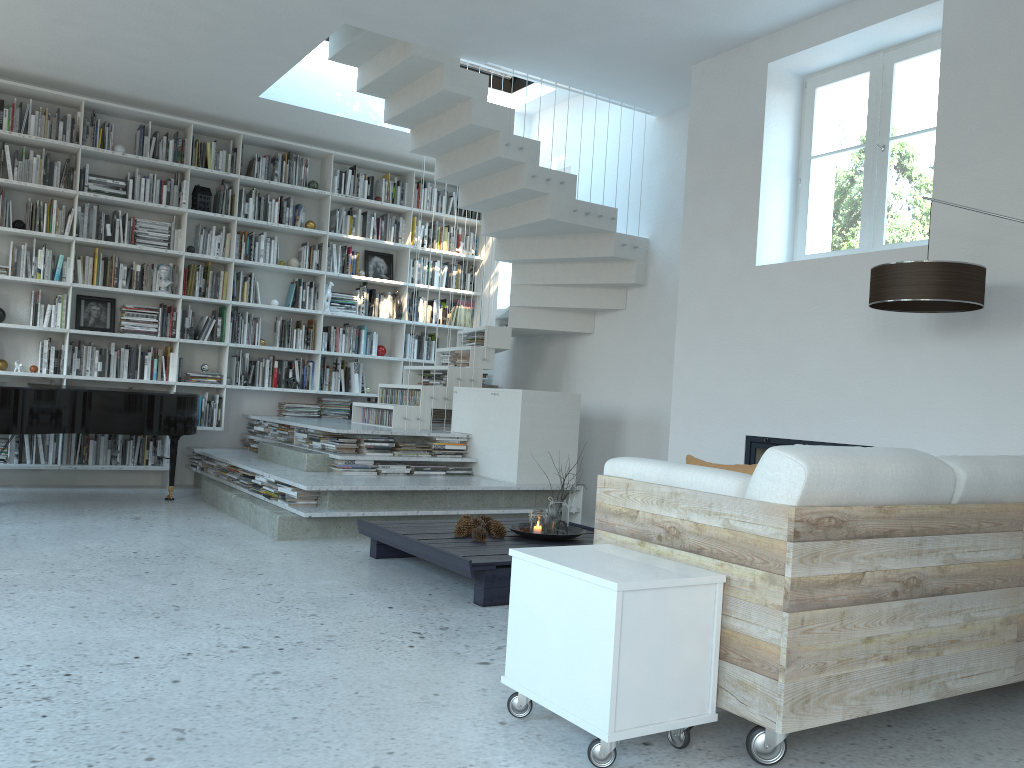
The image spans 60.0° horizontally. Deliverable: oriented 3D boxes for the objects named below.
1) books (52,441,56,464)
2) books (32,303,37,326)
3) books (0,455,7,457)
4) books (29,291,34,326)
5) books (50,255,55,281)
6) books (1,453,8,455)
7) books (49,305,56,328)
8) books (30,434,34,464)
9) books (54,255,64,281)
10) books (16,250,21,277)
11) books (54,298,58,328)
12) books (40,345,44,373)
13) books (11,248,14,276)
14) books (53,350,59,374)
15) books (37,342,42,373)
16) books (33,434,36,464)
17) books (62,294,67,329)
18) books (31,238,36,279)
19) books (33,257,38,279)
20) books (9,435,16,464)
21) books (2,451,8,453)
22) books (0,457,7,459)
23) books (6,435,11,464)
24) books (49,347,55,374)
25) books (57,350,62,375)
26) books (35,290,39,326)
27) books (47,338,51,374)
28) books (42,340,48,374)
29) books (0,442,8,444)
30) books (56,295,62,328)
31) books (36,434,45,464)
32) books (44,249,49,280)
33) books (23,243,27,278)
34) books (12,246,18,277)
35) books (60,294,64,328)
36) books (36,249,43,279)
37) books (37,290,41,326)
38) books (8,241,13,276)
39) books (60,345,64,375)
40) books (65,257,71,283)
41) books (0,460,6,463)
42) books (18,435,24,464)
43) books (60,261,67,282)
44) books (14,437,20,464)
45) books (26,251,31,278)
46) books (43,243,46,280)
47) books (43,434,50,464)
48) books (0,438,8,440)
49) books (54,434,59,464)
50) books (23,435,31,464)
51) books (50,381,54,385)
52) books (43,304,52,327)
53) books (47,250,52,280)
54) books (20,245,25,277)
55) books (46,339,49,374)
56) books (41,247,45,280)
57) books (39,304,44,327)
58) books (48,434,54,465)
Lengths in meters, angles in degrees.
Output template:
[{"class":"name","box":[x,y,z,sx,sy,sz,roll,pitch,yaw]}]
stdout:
[{"class":"books","box":[-3.726,0.555,7.196,0.024,0.180,0.171,4,-1,-33]},{"class":"books","box":[-3.827,-0.548,7.094,0.025,0.186,0.154,4,-1,-33]},{"class":"books","box":[-4.125,0.556,6.950,0.285,0.007,0.159,4,-1,-31]},{"class":"books","box":[-3.842,-0.598,7.088,0.012,0.285,0.159,4,-1,-33]},{"class":"books","box":[-3.722,-0.925,7.169,0.026,0.219,0.150,4,-1,-33]},{"class":"books","box":[-4.122,0.543,6.945,0.285,0.007,0.159,4,-1,-37]},{"class":"books","box":[-3.717,-0.540,7.170,0.024,0.188,0.172,4,-1,-33]},{"class":"books","box":[-3.850,0.519,7.110,0.011,0.232,0.174,4,-1,-33]},{"class":"books","box":[-3.672,-0.926,7.172,0.060,0.227,0.179,4,-1,-33]},{"class":"books","box":[-3.923,-0.943,7.043,0.024,0.227,0.137,4,-1,-33]},{"class":"books","box":[-3.694,-0.567,7.171,0.012,0.244,0.171,4,-1,-33]},{"class":"books","box":[-3.796,-0.198,7.145,0.015,0.225,0.148,4,-1,-33]},{"class":"books","box":[-3.957,-0.949,7.009,0.010,0.232,0.154,4,-1,-33]},{"class":"books","box":[-3.713,-0.176,7.203,0.031,0.194,0.142,4,-1,-33]},{"class":"books","box":[-3.802,-0.213,7.131,0.012,0.254,0.161,4,-1,-33]},{"class":"books","box":[-3.835,0.499,7.110,0.012,0.274,0.180,4,-1,-33]},{"class":"books","box":[-3.647,-0.582,7.201,0.021,0.281,0.162,4,-1,-33]},{"class":"books","box":[-3.826,-0.988,7.081,0.010,0.329,0.173,4,-1,-33]},{"class":"books","box":[-3.824,-0.917,7.102,0.025,0.189,0.140,4,-1,-33]},{"class":"books","box":[-3.974,0.494,7.047,0.031,0.265,0.144,4,-1,-33]},{"class":"books","box":[-4.120,0.529,6.943,0.285,0.007,0.159,4,-1,-38]},{"class":"books","box":[-4.122,0.571,6.943,0.285,0.007,0.159,4,-1,-28]},{"class":"books","box":[-3.985,0.498,7.022,0.012,0.254,0.161,4,-1,-33]},{"class":"books","box":[-3.726,-0.191,7.170,0.029,0.221,0.153,4,-1,-33]},{"class":"books","box":[-3.682,-0.177,7.207,0.024,0.201,0.158,4,-1,-33]},{"class":"books","box":[-3.815,-0.600,7.113,0.011,0.291,0.155,4,-1,-33]},{"class":"books","box":[-3.747,-0.227,7.166,0.014,0.291,0.131,4,-1,-33]},{"class":"books","box":[-3.767,-0.218,7.141,0.027,0.269,0.158,4,-1,-33]},{"class":"books","box":[-4.118,0.459,6.948,0.285,0.005,0.159,4,-1,-36]},{"class":"books","box":[-3.680,-0.579,7.187,0.027,0.269,0.178,4,-1,-33]},{"class":"books","box":[-3.806,0.501,7.145,0.073,0.276,0.181,4,-1,-33]},{"class":"books","box":[-3.748,-0.947,7.126,0.023,0.260,0.170,4,-1,-33]},{"class":"books","box":[-3.873,-0.970,7.042,0.012,0.286,0.167,4,-1,-33]},{"class":"books","box":[-3.930,-0.955,7.004,0.030,0.247,0.174,4,-1,-33]},{"class":"books","box":[-3.659,-0.582,7.190,0.011,0.279,0.187,4,-1,-33]},{"class":"books","box":[-3.790,-0.944,7.101,0.028,0.247,0.170,4,-1,-33]},{"class":"books","box":[-3.803,-0.602,7.117,0.012,0.298,0.166,4,-1,-33]},{"class":"books","box":[-3.957,-0.976,6.992,0.012,0.285,0.159,4,-1,-33]},{"class":"books","box":[-3.677,-0.197,7.240,0.019,0.242,0.107,4,-1,-33]},{"class":"books","box":[-3.625,-0.916,7.228,0.026,0.217,0.126,4,-1,-33]},{"class":"books","box":[-4.133,0.605,6.952,0.285,0.007,0.159,4,-1,-33]},{"class":"books","box":[-3.925,0.511,7.078,0.028,0.238,0.136,4,-1,-33]},{"class":"books","box":[-3.647,-0.900,7.211,0.027,0.181,0.142,4,-1,-33]},{"class":"books","box":[-3.944,0.527,7.053,0.029,0.202,0.178,4,-1,-33]},{"class":"books","box":[-3.859,-0.938,7.072,0.048,0.225,0.149,4,-1,-33]},{"class":"books","box":[-3.761,-0.969,7.117,0.011,0.301,0.178,4,-1,-33]},{"class":"books","box":[-3.772,0.512,7.183,0.025,0.259,0.132,4,-1,-33]},{"class":"books","box":[-4.113,0.427,6.944,0.285,0.005,0.159,4,-1,-28]},{"class":"books","box":[-3.716,0.527,7.225,0.021,0.237,0.115,4,-1,-33]},{"class":"books","box":[-3.882,0.507,7.092,0.063,0.253,0.177,4,-1,-33]},{"class":"books","box":[-3.730,0.133,7.177,0.013,0.320,0.173,4,-1,-33]},{"class":"books","box":[-3.748,-0.543,7.144,0.057,0.188,0.156,4,-1,-33]},{"class":"books","box":[-3.740,-0.944,7.156,0.022,0.256,0.152,4,-1,-33]},{"class":"books","box":[-3.895,-0.962,7.043,0.022,0.267,0.151,4,-1,-33]},{"class":"books","box":[-3.759,-0.221,7.163,0.010,0.277,0.155,4,-1,-33]},{"class":"books","box":[-3.767,-0.952,7.103,0.012,0.265,0.192,4,-1,-33]},{"class":"books","box":[-3.793,-0.543,7.134,0.030,0.183,0.154,4,-1,-33]},{"class":"books","box":[-3.735,0.514,7.170,0.024,0.260,0.189,4,-1,-33]}]
